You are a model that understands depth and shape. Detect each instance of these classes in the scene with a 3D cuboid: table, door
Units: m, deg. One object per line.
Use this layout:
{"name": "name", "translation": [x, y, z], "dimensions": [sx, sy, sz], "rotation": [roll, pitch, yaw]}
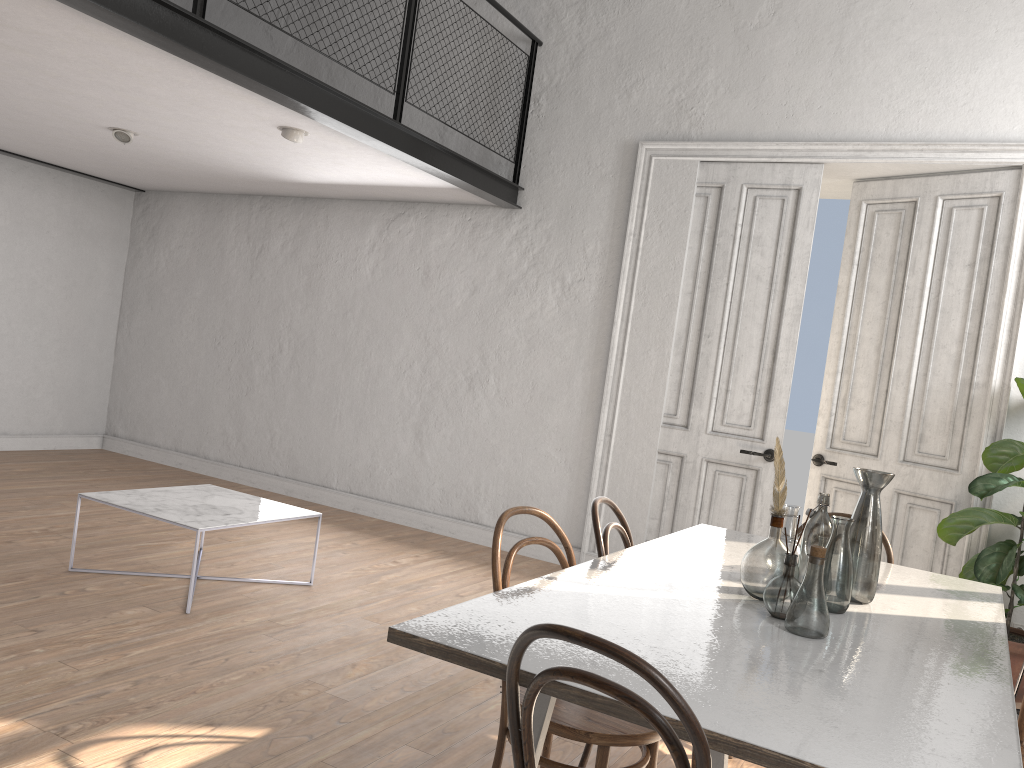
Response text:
{"name": "table", "translation": [0.699, 0.986, 2.465], "dimensions": [1.099, 0.780, 2.201], "rotation": [9, 1, 28]}
{"name": "door", "translation": [1.263, -0.035, 5.784], "dimensions": [1.096, 2.815, 0.216], "rotation": [9, 2, 29]}
{"name": "table", "translation": [-1.614, 0.812, 4.588], "dimensions": [0.849, 0.392, 0.849], "rotation": [9, 1, 28]}
{"name": "door", "translation": [2.355, 0.126, 5.385], "dimensions": [0.216, 2.815, 1.096], "rotation": [7, 2, -37]}

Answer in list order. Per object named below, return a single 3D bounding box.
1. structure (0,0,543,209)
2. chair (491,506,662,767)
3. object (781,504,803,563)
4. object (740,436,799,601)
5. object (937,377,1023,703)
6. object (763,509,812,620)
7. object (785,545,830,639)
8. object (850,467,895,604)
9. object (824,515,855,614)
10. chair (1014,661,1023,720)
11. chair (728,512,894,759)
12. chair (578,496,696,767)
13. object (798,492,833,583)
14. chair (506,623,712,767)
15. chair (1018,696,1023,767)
{"name": "structure", "translation": [-3.048, -2.275, 4.748], "dimensions": [4.155, 1.213, 5.929], "rotation": [9, 1, 28]}
{"name": "chair", "translation": [0.172, 0.844, 2.442], "dimensions": [0.549, 0.921, 0.438], "rotation": [9, 2, 39]}
{"name": "object", "translation": [0.885, 0.500, 2.850], "dimensions": [0.132, 0.219, 0.132], "rotation": [8, 2, 17]}
{"name": "object", "translation": [0.730, 0.372, 2.441], "dimensions": [0.157, 0.446, 0.156], "rotation": [6, 2, -44]}
{"name": "object", "translation": [1.232, 0.525, 2.412], "dimensions": [0.791, 1.843, 5.829], "rotation": [9, 2, 33]}
{"name": "object", "translation": [0.708, 0.455, 2.257], "dimensions": [0.106, 0.283, 0.107], "rotation": [9, 2, 23]}
{"name": "object", "translation": [0.722, 0.496, 2.134], "dimensions": [0.101, 0.212, 0.101], "rotation": [7, 2, -23]}
{"name": "object", "translation": [1.027, 0.442, 2.586], "dimensions": [0.116, 0.383, 0.116], "rotation": [9, 2, 39]}
{"name": "object", "translation": [0.884, 0.491, 2.419], "dimensions": [0.100, 0.255, 0.098], "rotation": [8, 2, 5]}
{"name": "chair", "translation": [2.315, 1.315, 3.674], "dimensions": [0.360, 0.523, 0.364], "rotation": [8, 2, 2]}
{"name": "chair", "translation": [1.145, 0.960, 3.335], "dimensions": [0.437, 0.921, 0.549], "rotation": [9, 2, 36]}
{"name": "chair", "translation": [0.477, 0.876, 2.942], "dimensions": [0.549, 0.921, 0.438], "rotation": [9, 2, 24]}
{"name": "object", "translation": [0.877, 0.463, 2.553], "dimensions": [0.086, 0.301, 0.086], "rotation": [8, 2, 14]}
{"name": "chair", "translation": [0.213, 0.867, 1.626], "dimensions": [0.437, 0.921, 0.549], "rotation": [9, 2, 41]}
{"name": "chair", "translation": [1.294, 0.999, 2.495], "dimensions": [0.549, 0.921, 0.438], "rotation": [9, 2, 26]}
